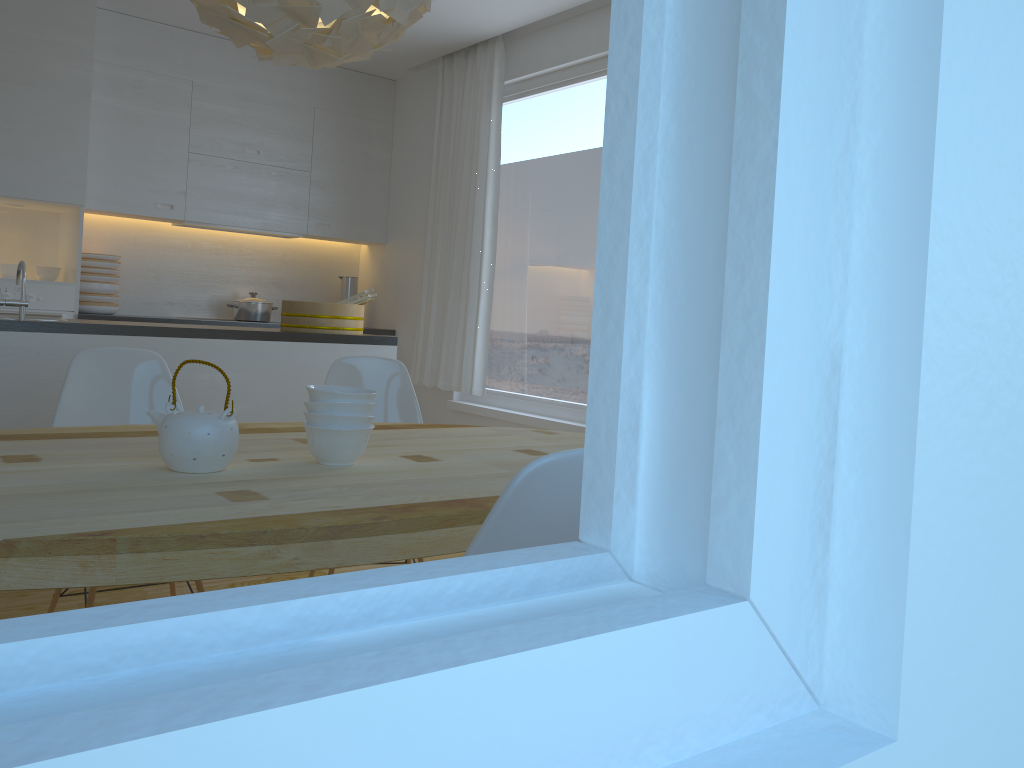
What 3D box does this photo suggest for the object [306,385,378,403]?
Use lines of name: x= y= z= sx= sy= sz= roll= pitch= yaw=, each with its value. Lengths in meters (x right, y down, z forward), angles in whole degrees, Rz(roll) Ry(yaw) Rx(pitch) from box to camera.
object: x=-0.364 y=0.051 z=1.884 sx=0.151 sy=0.087 sz=0.152 roll=3 pitch=3 yaw=-9

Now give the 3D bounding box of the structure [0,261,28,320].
structure: x=-1.813 y=-0.342 z=3.203 sx=0.097 sy=0.215 sz=0.162 roll=3 pitch=2 yaw=-37

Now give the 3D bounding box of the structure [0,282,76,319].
structure: x=-2.642 y=-0.241 z=4.707 sx=0.560 sy=0.595 sz=0.049 roll=2 pitch=1 yaw=-38

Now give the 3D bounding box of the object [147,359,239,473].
object: x=-0.612 y=0.058 z=1.724 sx=0.147 sy=0.211 sz=0.178 roll=2 pitch=2 yaw=-38

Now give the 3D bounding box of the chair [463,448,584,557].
chair: x=-0.070 y=0.503 z=1.295 sx=0.429 sy=0.901 sz=0.524 roll=3 pitch=1 yaw=-38

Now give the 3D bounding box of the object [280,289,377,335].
object: x=-0.851 y=-0.344 z=4.113 sx=0.429 sy=0.214 sz=0.379 roll=3 pitch=3 yaw=-9

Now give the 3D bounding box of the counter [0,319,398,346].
counter: x=-1.656 y=-0.229 z=3.550 sx=2.398 sy=0.040 sz=0.602 roll=0 pitch=5 yaw=-38

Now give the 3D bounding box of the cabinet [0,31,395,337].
cabinet: x=-2.196 y=-0.703 z=5.309 sx=3.197 sy=2.299 sz=0.482 roll=1 pitch=2 yaw=-38

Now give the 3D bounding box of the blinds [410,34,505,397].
blinds: x=-0.359 y=-1.037 z=5.423 sx=0.150 sy=2.158 sz=0.797 roll=3 pitch=1 yaw=-38

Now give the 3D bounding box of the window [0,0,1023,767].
window: x=-0.604 y=-0.525 z=1.239 sx=1.877 sy=2.052 sz=2.556 roll=2 pitch=3 yaw=-38

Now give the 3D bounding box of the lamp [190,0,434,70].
lamp: x=-0.443 y=-1.256 z=1.942 sx=0.638 sy=1.134 sz=0.648 roll=3 pitch=2 yaw=-38

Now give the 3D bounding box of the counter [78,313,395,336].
counter: x=-1.778 y=-0.386 z=5.724 sx=1.998 sy=0.040 sz=0.602 roll=0 pitch=5 yaw=-38

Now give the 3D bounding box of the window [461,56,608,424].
window: x=0.603 y=-0.730 z=4.472 sx=0.088 sy=1.916 sz=2.735 roll=3 pitch=2 yaw=-38

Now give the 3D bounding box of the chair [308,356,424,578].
chair: x=-0.450 y=0.372 z=2.865 sx=0.429 sy=0.901 sz=0.524 roll=3 pitch=1 yaw=-18

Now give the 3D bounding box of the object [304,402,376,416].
object: x=-0.369 y=0.079 z=1.886 sx=0.152 sy=0.095 sz=0.151 roll=2 pitch=3 yaw=-21

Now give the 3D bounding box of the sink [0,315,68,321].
sink: x=-1.929 y=-0.180 z=3.386 sx=0.404 sy=0.157 sz=0.404 roll=4 pitch=3 yaw=4

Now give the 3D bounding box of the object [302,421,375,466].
object: x=-0.370 y=0.126 z=1.880 sx=0.152 sy=0.082 sz=0.152 roll=4 pitch=3 yaw=2

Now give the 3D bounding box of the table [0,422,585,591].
table: x=-0.524 y=0.521 z=1.900 sx=2.187 sy=0.724 sz=1.197 roll=1 pitch=4 yaw=-39

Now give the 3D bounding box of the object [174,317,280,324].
object: x=-1.776 y=-0.404 z=5.729 sx=0.653 sy=0.013 sz=0.563 roll=0 pitch=5 yaw=-38

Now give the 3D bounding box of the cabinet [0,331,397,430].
cabinet: x=-1.684 y=0.245 z=3.553 sx=2.398 sy=0.909 sz=0.602 roll=1 pitch=3 yaw=-38

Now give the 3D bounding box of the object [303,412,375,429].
object: x=-0.369 y=0.103 z=1.883 sx=0.152 sy=0.093 sz=0.151 roll=4 pitch=3 yaw=2
